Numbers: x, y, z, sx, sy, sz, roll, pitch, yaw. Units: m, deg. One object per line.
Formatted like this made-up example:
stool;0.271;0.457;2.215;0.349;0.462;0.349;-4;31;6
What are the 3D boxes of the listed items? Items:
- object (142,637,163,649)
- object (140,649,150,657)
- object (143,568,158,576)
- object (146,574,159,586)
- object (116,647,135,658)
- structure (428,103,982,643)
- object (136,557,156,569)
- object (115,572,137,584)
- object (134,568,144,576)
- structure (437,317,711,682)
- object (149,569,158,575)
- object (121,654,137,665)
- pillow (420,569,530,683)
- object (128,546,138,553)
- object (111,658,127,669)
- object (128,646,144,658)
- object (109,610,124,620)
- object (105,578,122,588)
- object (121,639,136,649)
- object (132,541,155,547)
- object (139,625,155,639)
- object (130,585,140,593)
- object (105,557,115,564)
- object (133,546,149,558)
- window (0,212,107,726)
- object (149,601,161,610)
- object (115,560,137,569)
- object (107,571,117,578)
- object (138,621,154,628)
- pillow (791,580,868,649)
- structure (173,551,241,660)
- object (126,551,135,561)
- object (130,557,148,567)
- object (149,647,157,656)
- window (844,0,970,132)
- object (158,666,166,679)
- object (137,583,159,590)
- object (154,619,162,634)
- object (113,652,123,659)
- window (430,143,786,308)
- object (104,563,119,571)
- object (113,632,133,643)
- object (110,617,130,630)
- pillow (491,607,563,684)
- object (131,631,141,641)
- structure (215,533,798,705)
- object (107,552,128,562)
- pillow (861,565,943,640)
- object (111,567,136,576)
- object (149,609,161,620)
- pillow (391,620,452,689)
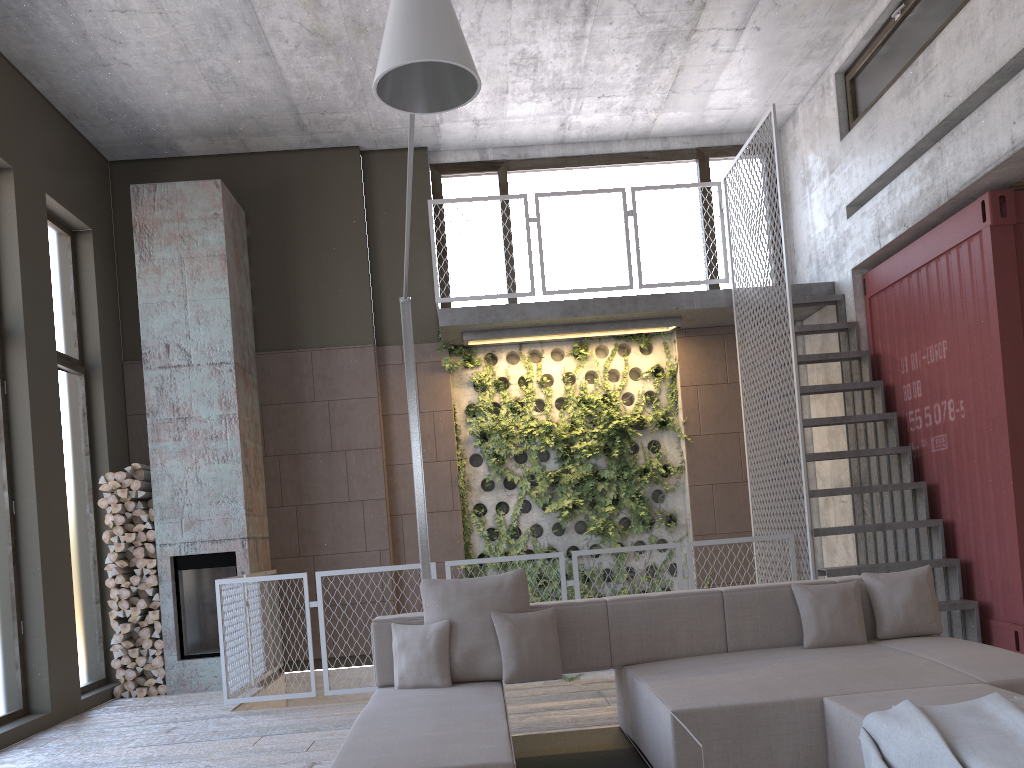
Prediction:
object;-3.222;2.330;7.951;0.092;0.092;0.443;-4;-9;-2
object;-3.253;2.411;7.942;0.067;0.066;0.428;-4;-9;-2
object;-3.229;1.693;7.957;0.067;0.066;0.428;-4;-9;-2
object;-3.176;1.752;7.850;0.101;0.101;0.296;-4;-9;-4
object;-3.416;2.381;7.848;0.071;0.072;0.428;-4;-9;-2
structure;1.254;0.280;7.633;3.682;4.283;3.065;-4;-4;-3
object;-3.279;1.620;7.963;0.092;0.092;0.443;-4;-9;-2
object;-3.465;1.759;7.964;0.091;0.088;0.461;-4;-9;-2
object;-3.309;1.701;7.954;0.067;0.066;0.428;-4;-9;-2
structure;0.668;1.080;8.717;2.626;3.794;1.010;-4;-2;-2
object;-3.174;1.677;7.851;0.063;0.047;0.254;-4;-9;-4
object;-3.409;2.468;7.952;0.091;0.088;0.461;-4;-9;-2
pillow;-0.181;1.246;4.496;0.563;0.553;0.222;-5;-2;0
object;-3.377;1.489;7.944;0.064;0.073;0.364;-4;-9;-1
object;-3.493;2.503;7.943;0.091;0.091;0.443;-4;-9;-2
object;-3.329;2.406;7.937;0.093;0.082;0.486;-4;-9;-2
object;-3.531;2.073;7.960;0.079;0.106;0.442;-4;-9;-3
object;-3.550;1.793;7.956;0.091;0.091;0.443;-4;-9;-2
object;-3.402;2.342;7.959;0.115;0.078;0.441;-4;-9;-2
object;-3.319;1.441;7.921;0.089;0.056;0.337;-4;-9;-2
object;-3.250;2.220;7.877;0.098;0.106;0.298;-4;-9;-4
object;-3.359;1.840;7.937;0.064;0.073;0.364;-4;-9;-5
object;-3.569;1.586;7.957;0.067;0.070;0.429;-4;-9;-2
object;-3.306;1.511;7.889;0.098;0.106;0.298;-4;-9;-4
window;-3.643;-0.120;3.433;0.209;4.120;9.331;-4;-8;-4
object;-3.168;1.998;7.975;0.114;0.078;0.441;-4;-9;-4
object;-3.458;1.633;7.971;0.115;0.078;0.441;-4;-9;-2
object;-3.533;1.722;7.941;0.066;0.084;0.430;-5;-9;-1
object;-3.262;2.151;7.909;0.089;0.056;0.337;-4;-9;-2
pillow;1.673;1.211;4.585;0.370;0.356;0.188;-4;-3;-3
structure;-2.699;1.979;7.852;0.576;0.921;0.057;-4;-1;-2
object;-3.422;1.567;8.019;0.104;0.101;0.296;-4;-9;-2
object;-3.358;1.615;7.986;0.101;0.085;0.367;-4;-9;-2
object;-3.172;2.403;7.945;0.067;0.066;0.428;-4;-9;-2
window;3.112;-3.155;3.524;0.113;0.600;8.553;-4;-9;-3
object;-3.092;2.575;7.908;0.064;0.124;0.368;-4;-9;-1
object;-3.259;1.819;7.938;0.122;0.067;0.368;-4;-9;-2
object;-3.124;2.176;7.915;0.064;0.124;0.368;-4;-9;-1
object;-3.477;2.432;7.929;0.066;0.084;0.430;-5;-9;-1
window;1.003;-1.491;9.054;3.564;1.740;0.110;-4;-1;-2
object;-3.553;1.649;7.930;0.122;0.067;0.368;-4;-9;-4
object;-3.454;2.267;7.919;0.091;0.088;0.461;-4;-9;-1
object;-3.536;2.176;7.968;0.070;0.116;0.369;-4;-9;-3
pillow;0.089;1.312;4.401;0.375;0.369;0.171;-2;-4;-29
object;-3.366;2.277;8.007;0.104;0.101;0.296;-4;-9;-2
structure;-0.032;1.942;7.632;4.425;0.927;1.952;-4;-8;-2
object;-3.510;1.558;7.931;0.091;0.088;0.461;-4;-9;-1
pillow;2.061;1.150;4.622;0.362;0.364;0.189;-5;-3;3
object;-3.472;1.671;7.860;0.071;0.072;0.428;-4;-9;-2
object;-3.154;2.073;7.950;0.093;0.082;0.486;-4;-9;-2
pillow;-0.463;1.389;4.451;0.372;0.374;0.151;-8;-3;30
